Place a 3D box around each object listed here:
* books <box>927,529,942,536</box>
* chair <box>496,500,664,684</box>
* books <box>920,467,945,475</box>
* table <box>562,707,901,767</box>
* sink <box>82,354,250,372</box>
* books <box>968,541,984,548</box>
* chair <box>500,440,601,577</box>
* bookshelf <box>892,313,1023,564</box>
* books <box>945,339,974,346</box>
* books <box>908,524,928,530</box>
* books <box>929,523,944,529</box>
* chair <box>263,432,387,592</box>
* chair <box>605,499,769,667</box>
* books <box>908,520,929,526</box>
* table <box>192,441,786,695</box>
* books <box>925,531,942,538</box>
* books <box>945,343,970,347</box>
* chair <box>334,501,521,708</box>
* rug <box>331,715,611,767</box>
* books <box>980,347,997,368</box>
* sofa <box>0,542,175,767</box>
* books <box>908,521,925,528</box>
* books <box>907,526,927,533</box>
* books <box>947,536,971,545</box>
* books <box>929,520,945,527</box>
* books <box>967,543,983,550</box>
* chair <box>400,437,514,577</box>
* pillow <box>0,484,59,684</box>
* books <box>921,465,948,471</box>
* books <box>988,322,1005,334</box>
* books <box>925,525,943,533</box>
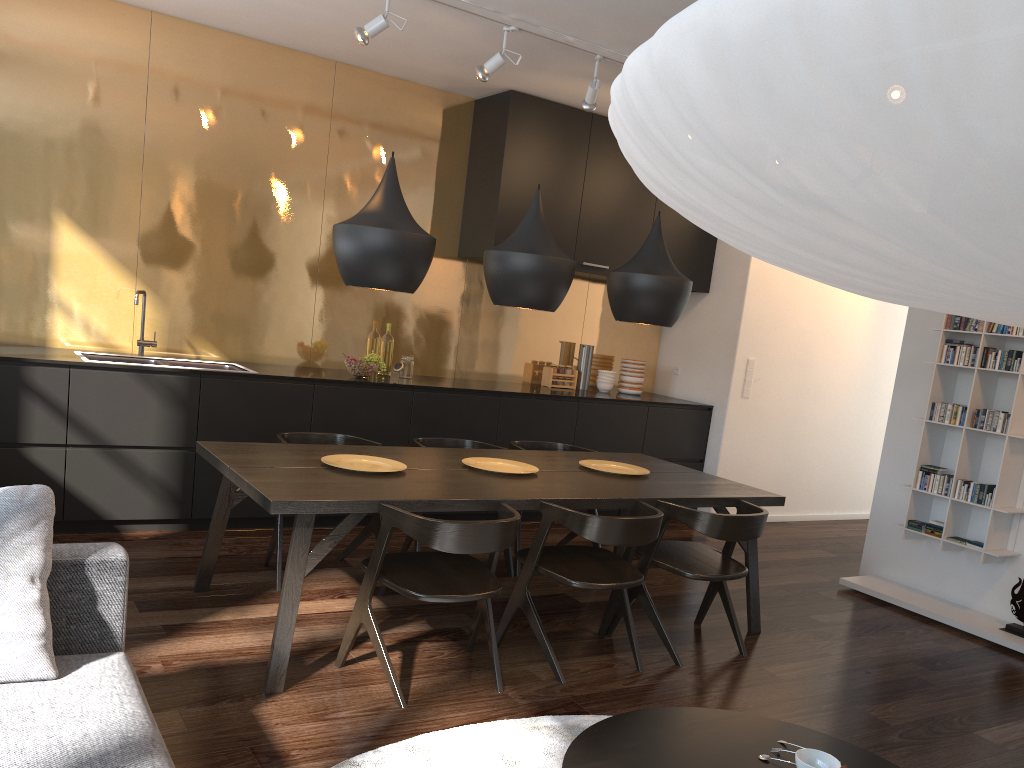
[{"bbox_3d":[2.410,0.839,4.997,0.070,0.014,0.091,4,5,-33],"label":"books"},{"bbox_3d":[0.302,0.813,3.647,0.594,0.678,0.514,3,8,-32],"label":"chair"},{"bbox_3d":[2.403,0.497,5.056,0.069,0.023,0.106,4,5,-33],"label":"books"},{"bbox_3d":[0.492,1.075,1.817,0.848,0.477,0.838,4,6,-30],"label":"table"},{"bbox_3d":[-0.869,-0.064,5.577,3.420,0.246,0.477,4,6,-34],"label":"sink"},{"bbox_3d":[2.541,0.872,4.806,0.070,0.014,0.092,5,5,-27],"label":"books"},{"bbox_3d":[0.208,0.697,5.027,0.594,0.678,0.514,3,8,-33],"label":"chair"},{"bbox_3d":[2.612,-0.086,4.850,0.227,2.096,0.632,2,10,-32],"label":"bookshelf"},{"bbox_3d":[2.512,-0.232,4.962,0.096,0.022,0.110,4,5,-33],"label":"books"},{"bbox_3d":[2.346,0.823,5.100,0.070,0.014,0.091,4,5,-33],"label":"books"},{"bbox_3d":[2.415,0.802,4.992,0.070,0.014,0.091,4,5,-33],"label":"books"},{"bbox_3d":[-0.919,0.610,4.342,0.594,0.678,0.514,2,8,-36],"label":"chair"},{"bbox_3d":[0.818,0.852,3.977,0.594,0.678,0.514,2,8,-34],"label":"chair"},{"bbox_3d":[2.351,0.800,5.094,0.069,0.009,0.106,4,5,-33],"label":"books"},{"bbox_3d":[-0.062,0.731,4.080,2.504,0.686,1.095,4,6,-32],"label":"table"},{"bbox_3d":[2.406,0.853,5.007,0.069,0.016,0.106,4,5,-33],"label":"books"},{"bbox_3d":[2.508,-0.216,4.961,0.093,0.012,0.110,4,5,-33],"label":"books"},{"bbox_3d":[-0.271,0.771,3.276,0.594,0.678,0.514,3,8,-34],"label":"chair"},{"bbox_3d":[0.614,1.328,1.795,2.816,0.012,2.834,10,5,37],"label":"rug"},{"bbox_3d":[2.583,-0.140,4.796,0.074,0.117,0.028,2,9,-32],"label":"books"},{"bbox_3d":[-0.309,0.928,1.158,2.043,0.678,3.036,4,5,-33],"label":"sofa"},{"bbox_3d":[2.345,0.810,5.099,0.070,0.015,0.091,4,5,-33],"label":"books"},{"bbox_3d":[2.343,0.837,5.102,0.074,0.015,0.097,4,5,-33],"label":"books"},{"bbox_3d":[2.499,0.871,4.921,0.093,0.012,0.110,4,5,-33],"label":"books"},{"bbox_3d":[2.417,0.788,4.991,0.070,0.014,0.091,4,5,-33],"label":"books"},{"bbox_3d":[2.541,0.885,4.813,0.070,0.014,0.091,4,5,-33],"label":"books"},{"bbox_3d":[-0.304,0.659,4.700,0.594,0.678,0.514,2,8,-34],"label":"chair"},{"bbox_3d":[-1.279,0.447,1.949,0.495,0.418,0.283,3,8,-33],"label":"pillow"},{"bbox_3d":[2.420,0.480,5.061,0.093,0.012,0.110,4,5,-33],"label":"books"},{"bbox_3d":[2.622,-0.319,4.739,0.096,0.108,0.087,3,8,-32],"label":"books"},{"bbox_3d":[2.406,0.820,5.000,0.069,0.023,0.106,4,5,-33],"label":"books"}]
